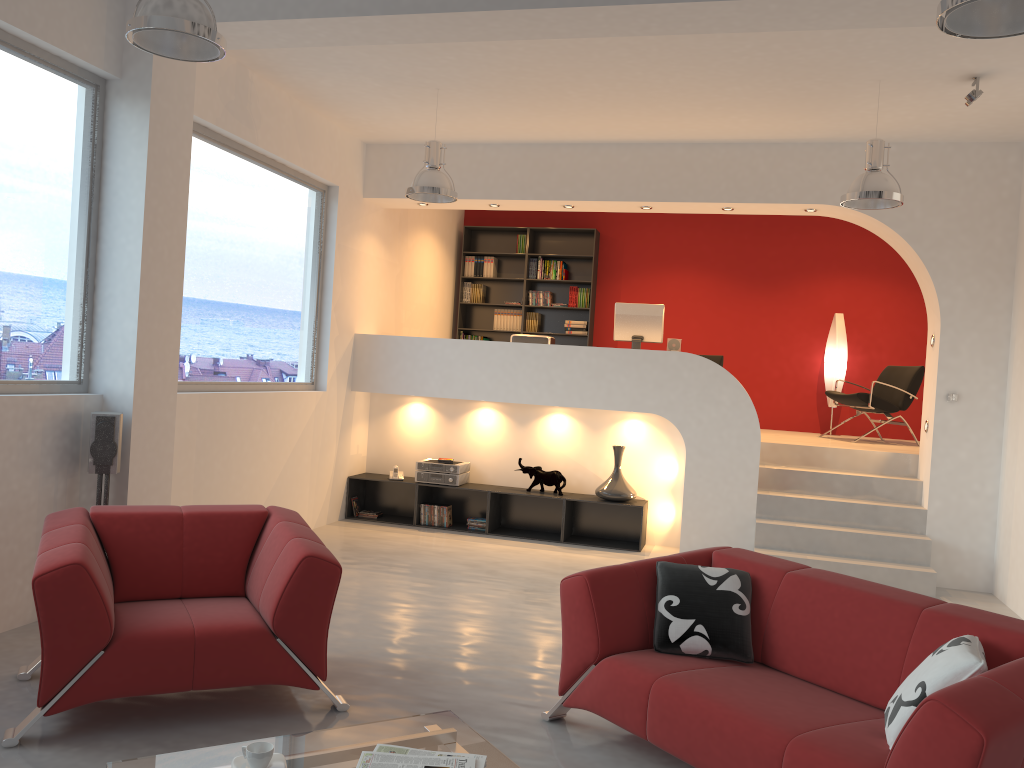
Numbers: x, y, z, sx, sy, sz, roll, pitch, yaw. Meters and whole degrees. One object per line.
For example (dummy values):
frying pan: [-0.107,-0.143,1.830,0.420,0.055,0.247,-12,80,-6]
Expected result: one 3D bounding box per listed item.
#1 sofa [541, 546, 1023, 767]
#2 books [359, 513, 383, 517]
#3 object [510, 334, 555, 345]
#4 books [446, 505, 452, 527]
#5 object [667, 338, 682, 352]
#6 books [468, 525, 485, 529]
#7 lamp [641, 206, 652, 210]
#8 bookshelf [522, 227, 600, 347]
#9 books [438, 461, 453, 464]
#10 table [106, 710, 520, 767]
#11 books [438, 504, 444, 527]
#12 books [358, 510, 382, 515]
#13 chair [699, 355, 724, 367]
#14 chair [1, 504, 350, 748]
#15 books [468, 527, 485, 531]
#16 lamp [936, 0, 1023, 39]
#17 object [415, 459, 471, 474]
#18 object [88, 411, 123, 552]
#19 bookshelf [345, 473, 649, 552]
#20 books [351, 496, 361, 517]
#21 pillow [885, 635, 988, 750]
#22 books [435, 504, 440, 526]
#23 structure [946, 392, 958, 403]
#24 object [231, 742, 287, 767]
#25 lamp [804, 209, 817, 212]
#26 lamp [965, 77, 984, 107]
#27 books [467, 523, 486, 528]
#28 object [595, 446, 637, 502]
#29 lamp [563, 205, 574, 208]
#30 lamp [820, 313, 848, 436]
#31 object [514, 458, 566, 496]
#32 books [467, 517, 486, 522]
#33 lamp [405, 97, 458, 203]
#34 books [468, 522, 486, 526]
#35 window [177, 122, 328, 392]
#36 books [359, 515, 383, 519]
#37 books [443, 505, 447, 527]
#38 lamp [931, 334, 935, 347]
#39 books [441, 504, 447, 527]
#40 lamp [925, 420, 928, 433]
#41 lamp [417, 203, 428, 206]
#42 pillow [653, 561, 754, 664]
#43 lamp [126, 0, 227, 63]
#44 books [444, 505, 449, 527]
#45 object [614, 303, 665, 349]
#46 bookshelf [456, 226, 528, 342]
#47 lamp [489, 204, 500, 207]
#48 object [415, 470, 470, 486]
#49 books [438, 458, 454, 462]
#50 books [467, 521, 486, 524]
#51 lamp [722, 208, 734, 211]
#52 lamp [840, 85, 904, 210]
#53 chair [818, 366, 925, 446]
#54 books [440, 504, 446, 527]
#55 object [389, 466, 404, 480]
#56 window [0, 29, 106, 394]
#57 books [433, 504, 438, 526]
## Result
sofa: [1.054,1.139,3.277,0.951,0.738,1.929,3,1,-35]
books: [-1.341,1.241,8.447,0.190,0.015,0.135,4,1,15]
object: [0.223,-0.360,8.578,0.397,0.217,0.458,4,1,15]
books: [-0.582,1.221,8.196,0.031,0.190,0.135,4,1,15]
object: [1.499,-0.345,8.212,0.133,0.147,0.151,4,1,-2]
books: [-0.296,1.312,8.173,0.190,0.015,0.135,4,1,15]
lamp: [1.186,-1.553,7.825,0.105,0.011,0.105,4,1,3]
bookshelf: [0.559,-0.745,10.668,0.816,2.213,0.305,4,1,15]
books: [-0.617,0.724,8.253,0.135,0.015,0.190,4,1,-5]
table: [-0.405,1.278,2.316,1.097,0.286,1.162,3,1,-30]
books: [-0.655,1.216,8.215,0.031,0.190,0.135,4,1,15]
books: [-1.355,1.225,8.451,0.190,0.015,0.135,4,1,15]
chair: [1.811,0.063,9.424,0.664,0.795,0.768,4,1,35]
chair: [-1.431,0.970,3.875,1.288,0.738,0.951,3,1,-25]
books: [-0.303,1.327,8.174,0.190,0.015,0.135,4,1,10]
lamp: [1.579,-1.563,2.805,0.379,0.800,0.379,4,1,7]
object: [-0.643,0.768,8.293,0.430,0.077,0.349,4,1,15]
object: [-2.262,0.714,4.888,0.214,1.112,0.229,3,1,-20]
bookshelf: [-0.165,1.158,8.162,2.764,0.397,0.405,4,1,15]
books: [-1.482,1.165,8.432,0.063,0.187,0.135,4,1,15]
pillow: [1.363,0.987,2.854,0.288,0.343,0.402,4,1,22]
books: [-0.684,1.214,8.223,0.031,0.190,0.135,4,1,15]
structure: [3.457,0.104,6.959,0.080,0.080,0.016,4,1,15]
object: [-0.724,1.077,2.544,0.153,0.069,0.153,3,1,-19]
lamp: [2.519,-1.462,7.475,0.105,0.011,0.105,4,1,3]
lamp: [2.894,-1.827,5.550,0.118,0.176,0.112,3,1,-33]
books: [-0.304,1.297,8.175,0.190,0.015,0.135,4,1,20]
object: [0.934,0.792,7.874,0.369,0.481,0.369,3,1,-20]
lamp: [0.511,-1.599,8.003,0.105,0.011,0.105,4,1,3]
lamp: [3.577,-0.106,9.830,0.237,1.349,0.237,4,1,23]
object: [0.264,0.839,8.075,0.507,0.296,0.191,4,1,30]
books: [-0.309,1.251,8.176,0.190,0.015,0.135,4,1,10]
lamp: [-0.563,-1.755,6.469,0.379,0.800,0.379,3,1,-14]
books: [-0.298,1.282,8.173,0.190,0.015,0.135,4,1,15]
window: [-2.020,-0.845,6.650,0.100,1.800,2.400,4,1,15]
books: [-1.347,1.255,8.449,0.190,0.015,0.135,4,1,15]
books: [-0.611,1.219,8.204,0.031,0.190,0.135,4,1,15]
lamp: [3.430,-0.352,7.234,0.011,0.105,0.105,4,1,15]
books: [-0.626,1.218,8.208,0.031,0.190,0.135,4,1,15]
lamp: [3.385,0.346,7.245,0.011,0.105,0.105,4,1,15]
lamp: [-0.840,-1.691,8.357,0.105,0.011,0.105,4,1,18]
pillow: [0.793,0.938,3.671,0.402,0.343,0.288,4,1,7]
lamp: [-1.325,-1.761,3.567,0.379,0.800,0.379,4,1,43]
books: [-0.597,1.220,8.200,0.031,0.190,0.135,4,1,15]
object: [1.178,-0.519,8.245,0.458,0.452,0.230,4,1,15]
bookshelf: [-0.229,-0.799,10.875,0.816,2.213,0.305,4,1,15]
lamp: [-0.165,-1.645,8.180,0.105,0.011,0.105,4,1,3]
object: [-0.652,0.866,8.287,0.430,0.100,0.365,4,1,15]
books: [-0.617,0.709,8.262,0.135,0.015,0.190,4,1,0]
books: [-0.302,1.267,8.167,0.190,0.015,0.135,4,1,15]
lamp: [1.862,-1.506,7.648,0.105,0.011,0.105,4,1,3]
lamp: [2.341,-1.557,5.706,0.379,0.800,0.379,3,1,-14]
chair: [3.650,0.188,9.002,0.768,0.795,0.664,4,1,-10]
books: [-0.640,1.217,8.211,0.031,0.190,0.135,4,1,15]
object: [-1.082,0.829,8.318,0.130,0.117,0.146,4,1,-10]
window: [-2.731,-0.850,3.941,0.100,1.800,2.400,4,1,15]
books: [-0.698,1.213,8.227,0.031,0.190,0.135,4,1,15]
